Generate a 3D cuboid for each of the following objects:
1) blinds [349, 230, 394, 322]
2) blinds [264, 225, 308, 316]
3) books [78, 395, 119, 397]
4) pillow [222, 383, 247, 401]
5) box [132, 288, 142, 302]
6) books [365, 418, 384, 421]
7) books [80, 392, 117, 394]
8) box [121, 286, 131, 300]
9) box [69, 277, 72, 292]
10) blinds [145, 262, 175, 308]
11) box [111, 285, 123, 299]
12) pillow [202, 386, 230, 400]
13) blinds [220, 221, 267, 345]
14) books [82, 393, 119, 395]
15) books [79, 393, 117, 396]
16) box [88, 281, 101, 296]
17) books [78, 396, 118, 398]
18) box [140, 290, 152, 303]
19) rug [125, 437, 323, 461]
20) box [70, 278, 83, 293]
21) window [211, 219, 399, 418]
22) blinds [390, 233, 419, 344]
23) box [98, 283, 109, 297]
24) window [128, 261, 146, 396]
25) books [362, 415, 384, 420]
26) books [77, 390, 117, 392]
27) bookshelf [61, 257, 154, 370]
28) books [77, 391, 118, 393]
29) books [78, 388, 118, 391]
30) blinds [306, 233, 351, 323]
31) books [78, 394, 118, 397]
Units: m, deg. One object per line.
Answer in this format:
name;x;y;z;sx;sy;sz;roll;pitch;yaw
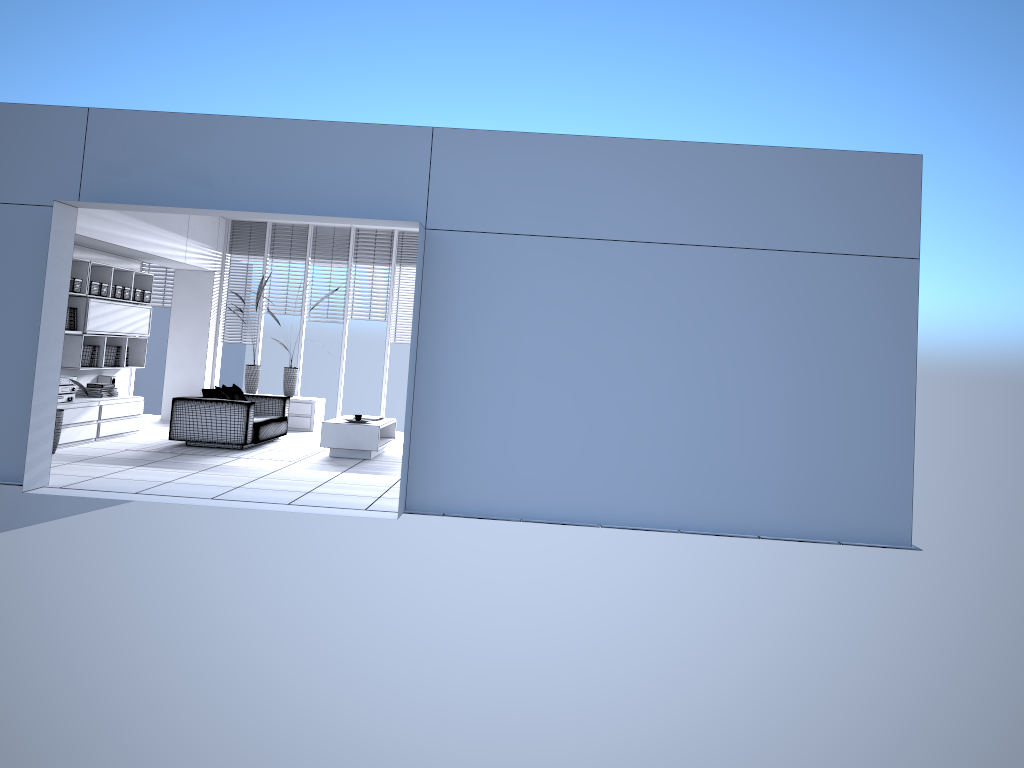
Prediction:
blinds;-2.134;-1.653;13.417;0.637;1.386;0.038;4;-5;2
blinds;-3.419;-1.738;13.460;0.637;1.375;0.050;4;-5;2
books;-4.964;0.138;10.600;0.285;0.008;0.414;4;2;3
pillow;-3.427;0.199;10.989;0.300;0.400;0.564;4;0;-1
box;-4.947;-1.151;11.347;0.281;0.163;0.178;4;-1;2
books;-1.726;0.418;10.653;0.285;0.008;0.414;4;2;3
books;-4.962;0.098;10.563;0.285;0.008;0.414;4;2;3
box;-4.956;-1.142;11.046;0.281;0.163;0.178;4;-1;2
box;-4.997;-1.102;9.636;0.281;0.163;0.174;4;-1;2
blinds;-5.318;-1.866;13.557;0.637;1.386;0.038;4;-5;2
box;-4.962;-1.136;10.823;0.281;0.163;0.178;4;-1;2
pillow;-3.446;0.238;10.409;0.340;0.391;0.565;4;0;-1
blinds;-4.075;-1.552;13.463;0.637;1.896;0.057;4;-5;2
books;-4.959;0.110;10.602;0.285;0.008;0.414;4;2;3
books;-4.960;0.118;10.595;0.285;0.008;0.414;4;2;3
box;-4.979;-1.119;10.249;0.281;0.163;0.211;4;-1;2
books;-4.964;0.147;10.593;0.285;0.008;0.414;4;2;3
box;-4.939;-1.159;11.616;0.281;0.163;0.216;4;-1;2
rug;-3.180;0.723;10.438;1.798;0.001;2.225;4;2;2
box;-4.990;-1.108;9.861;0.281;0.163;0.178;4;-1;2
window;-1.706;-0.797;13.250;5.503;3.149;0.099;4;-5;2
blinds;-1.431;-1.445;13.379;0.715;1.702;0.047;4;-5;2
box;-4.973;-1.126;10.476;0.281;0.163;0.174;4;-1;2
window;-6.015;-1.085;13.428;0.688;3.149;0.099;4;-5;2
books;-1.725;0.403;10.643;0.285;0.008;0.414;4;2;3
books;-4.968;0.079;10.554;0.285;0.008;0.414;4;2;3
bookshelf;-5.002;-0.804;10.335;0.328;1.257;2.807;4;1;2
books;-4.961;0.089;10.571;0.285;0.008;0.414;4;2;3
books;-4.957;0.060;10.573;0.285;0.008;0.414;4;2;3
blinds;-2.783;-1.613;13.430;0.637;1.366;0.057;4;-5;2
books;-4.971;0.128;10.583;0.285;0.008;0.414;4;2;3
